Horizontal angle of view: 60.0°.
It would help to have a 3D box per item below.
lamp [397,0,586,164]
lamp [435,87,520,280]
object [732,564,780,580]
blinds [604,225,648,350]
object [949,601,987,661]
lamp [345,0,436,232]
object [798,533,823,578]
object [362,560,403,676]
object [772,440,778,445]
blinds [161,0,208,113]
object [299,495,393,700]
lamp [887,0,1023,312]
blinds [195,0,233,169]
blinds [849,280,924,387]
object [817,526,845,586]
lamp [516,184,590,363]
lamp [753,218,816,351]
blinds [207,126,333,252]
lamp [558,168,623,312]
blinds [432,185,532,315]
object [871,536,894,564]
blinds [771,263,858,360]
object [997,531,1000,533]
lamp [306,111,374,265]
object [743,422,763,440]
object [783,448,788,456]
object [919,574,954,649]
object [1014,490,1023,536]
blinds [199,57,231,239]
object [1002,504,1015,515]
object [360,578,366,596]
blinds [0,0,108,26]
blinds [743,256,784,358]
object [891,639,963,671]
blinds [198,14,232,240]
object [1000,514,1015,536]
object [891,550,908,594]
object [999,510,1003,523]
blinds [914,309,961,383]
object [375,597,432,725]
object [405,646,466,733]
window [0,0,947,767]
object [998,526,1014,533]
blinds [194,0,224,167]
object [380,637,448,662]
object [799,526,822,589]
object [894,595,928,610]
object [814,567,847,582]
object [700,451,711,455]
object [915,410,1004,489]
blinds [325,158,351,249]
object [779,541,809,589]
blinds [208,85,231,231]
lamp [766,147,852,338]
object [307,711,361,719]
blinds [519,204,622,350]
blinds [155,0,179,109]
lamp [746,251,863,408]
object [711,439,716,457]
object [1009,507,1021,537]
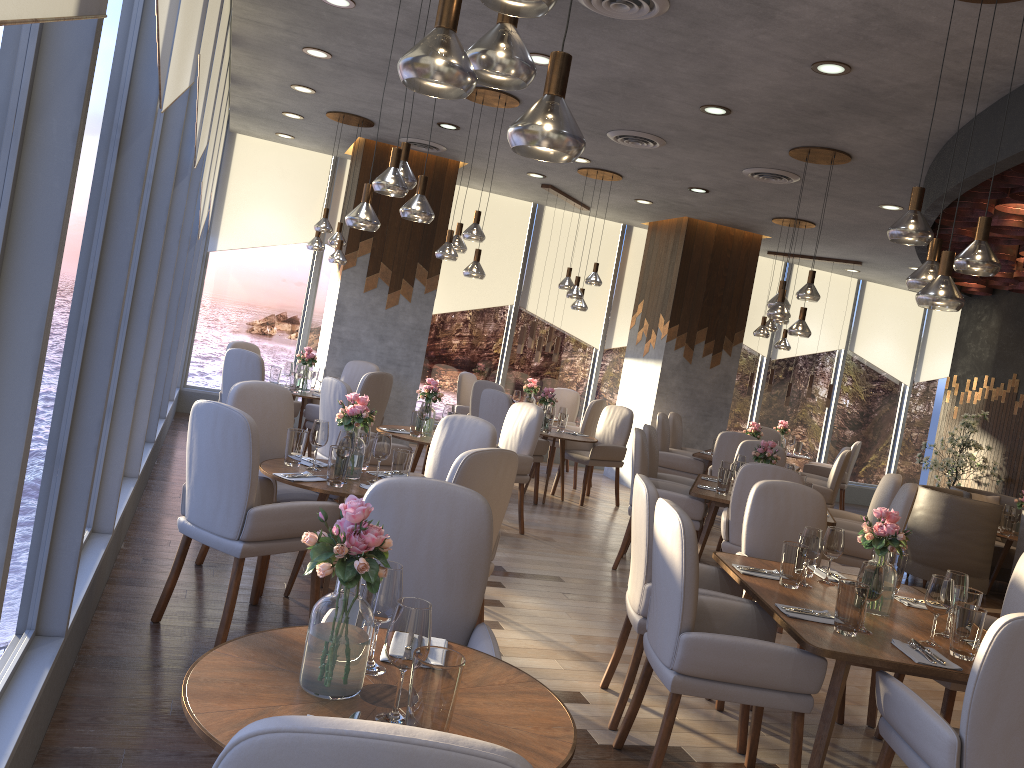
[{"bbox_3d":[0.060,-1.168,1.886,0.438,1.325,0.440,10,1,-19],"label":"lamp"},{"bbox_3d":[-0.277,-1.457,6.518,0.439,1.325,0.440,10,1,-16],"label":"lamp"},{"bbox_3d":[1.087,0.809,3.814,0.255,0.019,0.157,10,3,-2],"label":"object"},{"bbox_3d":[1.986,-1.673,11.691,1.171,2.679,0.007,10,1,-18],"label":"blinds"},{"bbox_3d":[1.560,0.851,3.045,0.102,0.178,0.102,10,2,-24],"label":"object"},{"bbox_3d":[-0.489,-1.386,4.311,0.438,1.325,0.440,10,1,-26],"label":"lamp"},{"bbox_3d":[1.311,0.763,3.938,0.102,0.178,0.102,10,1,1],"label":"object"},{"bbox_3d":[-0.306,0.534,2.033,0.092,0.244,0.092,10,1,-27],"label":"object"},{"bbox_3d":[2.799,0.724,9.502,0.092,0.244,0.092,10,1,-23],"label":"object"},{"bbox_3d":[-1.074,-2.253,3.401,0.007,2.679,1.176,10,1,-19],"label":"blinds"},{"bbox_3d":[-0.362,0.444,1.889,0.198,0.415,0.210,10,1,4],"label":"object"},{"bbox_3d":[1.763,-0.938,3.472,0.440,1.325,0.439,11,1,20],"label":"lamp"},{"bbox_3d":[-1.818,-2.652,5.782,0.007,2.679,1.176,10,1,-19],"label":"blinds"},{"bbox_3d":[5.550,-1.362,12.868,1.171,2.679,0.007,10,1,-18],"label":"blinds"},{"bbox_3d":[1.388,0.747,3.856,0.092,0.244,0.092,10,1,-2],"label":"object"},{"bbox_3d":[0.458,-1.197,10.159,0.118,1.930,1.159,11,1,26],"label":"lamp"},{"bbox_3d":[2.817,-1.032,9.242,0.438,1.325,0.441,10,1,-33],"label":"lamp"},{"bbox_3d":[-2.635,-2.708,10.117,1.171,2.679,0.007,10,1,-18],"label":"blinds"},{"bbox_3d":[0.731,-1.375,8.558,0.439,1.325,0.440,10,1,-11],"label":"lamp"},{"bbox_3d":[-0.348,-2.045,10.907,1.171,2.679,0.007,10,1,-18],"label":"blinds"},{"bbox_3d":[1.605,0.786,3.857,0.092,0.244,0.092,10,1,1],"label":"object"},{"bbox_3d":[4.383,-1.554,12.476,1.171,2.679,0.007,10,1,-18],"label":"blinds"},{"bbox_3d":[4.223,1.284,7.825,0.255,0.019,0.157,10,3,3],"label":"object"},{"bbox_3d":[-1.597,-1.774,8.124,0.441,1.325,0.438,11,1,39],"label":"lamp"},{"bbox_3d":[2.517,0.601,9.274,0.197,0.415,0.211,9,2,-41],"label":"object"},{"bbox_3d":[2.899,0.775,9.524,0.102,0.178,0.102,9,2,-39],"label":"object"},{"bbox_3d":[1.501,0.803,3.132,0.092,0.244,0.092,10,1,3],"label":"object"},{"bbox_3d":[4.530,1.139,7.801,0.197,0.415,0.211,9,2,-41],"label":"object"},{"bbox_3d":[-2.636,-2.615,8.156,0.007,2.679,1.176,10,1,-19],"label":"blinds"},{"bbox_3d":[4.432,1.203,7.927,0.092,0.244,0.092,9,2,-42],"label":"object"},{"bbox_3d":[-0.378,0.550,2.119,0.102,0.178,0.102,10,1,-6],"label":"object"},{"bbox_3d":[-0.386,-1.570,1.039,0.007,2.679,1.176,10,1,-19],"label":"blinds"},{"bbox_3d":[3.220,-1.768,12.083,1.171,2.679,0.007,10,1,-18],"label":"blinds"},{"bbox_3d":[1.389,0.904,2.997,0.157,0.019,0.255,10,3,0],"label":"object"},{"bbox_3d":[-2.253,-2.487,6.971,0.007,2.679,1.176,10,1,-19],"label":"blinds"},{"bbox_3d":[4.277,1.221,7.662,0.102,0.178,0.102,11,2,29],"label":"object"},{"bbox_3d":[1.684,0.831,3.925,0.102,0.178,0.102,9,2,-45],"label":"object"},{"bbox_3d":[4.363,1.219,8.016,0.102,0.178,0.102,10,1,7],"label":"object"},{"bbox_3d":[6.729,-1.236,13.259,1.171,2.679,0.007,10,1,-18],"label":"blinds"},{"bbox_3d":[-0.218,0.562,1.791,0.092,0.244,0.092,11,1,16],"label":"object"},{"bbox_3d":[-0.155,0.611,1.708,0.102,0.178,0.102,9,2,-37],"label":"object"},{"bbox_3d":[-0.012,-0.795,8.189,8.080,3.197,16.096,11,3,26],"label":"window"},{"bbox_3d":[4.506,1.324,8.064,0.157,0.019,0.255,10,3,1],"label":"object"},{"bbox_3d":[-1.430,-2.523,4.583,0.007,2.679,1.176,10,1,-19],"label":"blinds"},{"bbox_3d":[-0.238,0.654,2.175,0.157,0.019,0.255,10,3,-2],"label":"object"},{"bbox_3d":[1.246,0.728,3.724,0.092,0.244,0.092,11,1,17],"label":"object"},{"bbox_3d":[1.721,0.926,3.768,0.255,0.019,0.157,10,3,-1],"label":"object"},{"bbox_3d":[1.449,0.865,4.002,0.157,0.019,0.255,10,3,-5],"label":"object"},{"bbox_3d":[2.079,0.725,9.167,0.255,0.019,0.157,11,3,24],"label":"object"},{"bbox_3d":[4.488,1.031,9.046,0.745,1.615,0.790,10,1,-12],"label":"object"},{"bbox_3d":[-1.466,-2.516,10.510,1.171,2.679,0.007,10,1,-18],"label":"blinds"},{"bbox_3d":[1.156,0.748,3.656,0.102,0.178,0.102,10,1,4],"label":"object"},{"bbox_3d":[-2.984,-2.930,9.337,0.007,2.679,1.176,10,1,-19],"label":"blinds"},{"bbox_3d":[2.131,-1.020,6.482,0.439,1.325,0.440,10,1,-13],"label":"lamp"},{"bbox_3d":[-0.323,0.664,1.651,0.157,0.019,0.255,10,3,-3],"label":"object"},{"bbox_3d":[0.817,-1.846,11.299,1.171,2.679,0.007,10,1,-18],"label":"blinds"},{"bbox_3d":[-0.691,-2.126,2.218,0.007,2.679,1.176,10,1,-19],"label":"blinds"},{"bbox_3d":[3.686,-0.671,11.332,1.164,1.930,0.118,11,1,27],"label":"lamp"},{"bbox_3d":[2.074,0.651,9.000,0.102,0.178,0.102,11,2,30],"label":"object"},{"bbox_3d":[4.372,1.202,7.722,0.092,0.244,0.092,9,2,-45],"label":"object"}]
